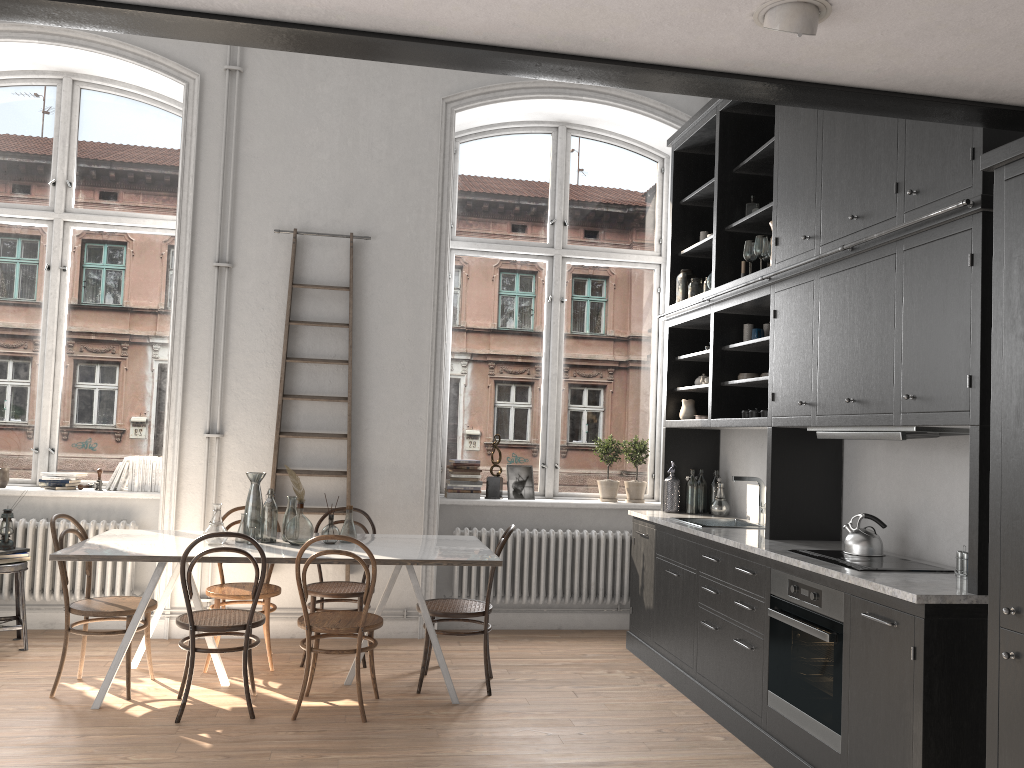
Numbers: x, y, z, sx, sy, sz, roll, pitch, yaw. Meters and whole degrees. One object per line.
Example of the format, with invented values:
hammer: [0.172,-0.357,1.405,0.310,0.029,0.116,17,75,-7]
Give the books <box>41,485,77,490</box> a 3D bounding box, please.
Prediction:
books: [-3.137,0.714,6.138,0.221,0.023,0.147,0,-4,39]

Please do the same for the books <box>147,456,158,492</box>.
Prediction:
books: [-2.536,0.634,6.258,0.019,0.243,0.174,3,-3,-10]

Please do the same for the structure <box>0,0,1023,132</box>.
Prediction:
structure: [-0.434,-1.620,0.351,5.927,1.212,4.159,3,-3,-10]

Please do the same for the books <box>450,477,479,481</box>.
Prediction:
books: [-0.354,0.709,6.628,0.205,0.022,0.155,2,-3,4]

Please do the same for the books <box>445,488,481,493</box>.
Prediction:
books: [-0.369,0.796,6.610,0.249,0.023,0.175,3,-3,-14]

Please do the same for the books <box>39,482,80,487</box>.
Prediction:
books: [-3.129,0.692,6.136,0.205,0.022,0.155,2,-3,10]

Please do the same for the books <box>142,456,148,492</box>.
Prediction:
books: [-2.581,0.632,6.267,0.019,0.243,0.174,3,-3,-10]

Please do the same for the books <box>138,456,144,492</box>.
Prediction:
books: [-2.597,0.631,6.247,0.019,0.243,0.174,3,-3,-10]

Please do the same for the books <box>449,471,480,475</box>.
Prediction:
books: [-0.352,0.664,6.630,0.205,0.022,0.155,3,-3,-15]

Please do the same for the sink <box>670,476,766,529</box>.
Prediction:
sink: [1.293,0.811,5.378,0.514,0.504,0.526,3,-3,-10]

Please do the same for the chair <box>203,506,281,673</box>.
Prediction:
chair: [-1.626,1.226,5.400,0.438,0.920,0.549,3,-3,-12]

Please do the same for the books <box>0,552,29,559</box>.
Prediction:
books: [-3.173,1.071,5.556,0.232,0.029,0.163,5,-4,-39]

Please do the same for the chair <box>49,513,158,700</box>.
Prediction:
chair: [-2.194,1.167,4.763,0.549,0.920,0.438,2,-3,-2]

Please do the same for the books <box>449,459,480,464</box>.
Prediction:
books: [-0.356,0.579,6.643,0.201,0.024,0.159,3,-4,-20]

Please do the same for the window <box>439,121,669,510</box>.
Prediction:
window: [6.177,-4.448,11.226,14.386,15.928,26.408,3,-3,-10]

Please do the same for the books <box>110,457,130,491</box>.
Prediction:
books: [-2.738,0.627,6.222,0.100,0.235,0.174,3,-3,-10]

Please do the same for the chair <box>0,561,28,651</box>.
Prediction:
chair: [-3.207,1.368,5.500,0.364,0.522,0.360,4,-4,-36]

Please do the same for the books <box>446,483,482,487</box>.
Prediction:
books: [-0.360,0.755,6.628,0.255,0.014,0.193,3,-3,-7]

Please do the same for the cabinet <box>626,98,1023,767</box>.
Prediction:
cabinet: [1.428,-0.032,4.661,0.635,3.581,3.252,3,-3,-10]

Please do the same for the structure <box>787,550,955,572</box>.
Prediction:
structure: [1.531,0.765,3.845,0.427,0.011,0.592,3,-3,-10]

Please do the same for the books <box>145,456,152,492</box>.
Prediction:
books: [-2.561,0.634,6.276,0.024,0.243,0.175,3,-3,-10]

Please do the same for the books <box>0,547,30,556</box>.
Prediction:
books: [-3.171,1.049,5.558,0.147,0.027,0.221,1,-4,22]

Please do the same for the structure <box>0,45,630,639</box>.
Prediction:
structure: [-1.439,-0.497,6.253,5.182,4.472,0.340,3,-3,-10]

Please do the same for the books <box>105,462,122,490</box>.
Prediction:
books: [-2.778,0.645,6.219,0.105,0.194,0.155,3,-3,-11]

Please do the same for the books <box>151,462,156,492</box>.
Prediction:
books: [-2.515,0.654,6.262,0.020,0.205,0.155,3,-3,-10]

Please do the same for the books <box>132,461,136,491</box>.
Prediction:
books: [-2.641,0.647,6.240,0.020,0.205,0.155,3,-3,-10]

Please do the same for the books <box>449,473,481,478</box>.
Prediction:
books: [-0.351,0.686,6.635,0.222,0.024,0.158,3,-3,-10]

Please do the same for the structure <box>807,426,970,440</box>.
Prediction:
structure: [1.680,0.189,3.902,0.379,0.123,0.844,3,-3,-10]

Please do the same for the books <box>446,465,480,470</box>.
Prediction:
books: [-0.364,0.622,6.631,0.231,0.023,0.162,2,-3,6]

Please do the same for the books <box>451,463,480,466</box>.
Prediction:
books: [-0.350,0.601,6.634,0.205,0.020,0.155,3,-3,-10]

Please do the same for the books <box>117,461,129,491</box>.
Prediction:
books: [-2.714,0.645,6.227,0.072,0.203,0.155,3,-3,-10]

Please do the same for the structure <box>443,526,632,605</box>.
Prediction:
structure: [0.294,1.345,6.556,1.577,0.552,0.194,3,-3,-10]

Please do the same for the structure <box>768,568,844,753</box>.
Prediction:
structure: [1.509,1.159,3.823,0.618,0.623,0.622,3,-3,-10]

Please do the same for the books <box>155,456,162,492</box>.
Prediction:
books: [-2.495,0.637,6.287,0.024,0.243,0.175,3,-3,-10]

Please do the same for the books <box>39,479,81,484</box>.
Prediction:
books: [-3.126,0.670,6.136,0.221,0.023,0.147,2,-3,6]

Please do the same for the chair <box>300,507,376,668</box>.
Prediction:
chair: [-1.076,1.258,5.577,0.438,0.920,0.549,2,-3,-3]

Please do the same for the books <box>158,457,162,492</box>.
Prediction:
books: [-2.467,0.637,6.272,0.024,0.243,0.175,3,-3,-10]

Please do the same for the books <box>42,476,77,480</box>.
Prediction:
books: [-3.121,0.649,6.126,0.205,0.020,0.155,3,-4,-20]

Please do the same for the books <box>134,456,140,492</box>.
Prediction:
books: [-2.617,0.629,6.234,0.024,0.243,0.175,3,-3,-10]

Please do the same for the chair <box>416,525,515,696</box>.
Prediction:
chair: [-0.273,1.260,5.077,0.549,0.920,0.438,2,-3,3]

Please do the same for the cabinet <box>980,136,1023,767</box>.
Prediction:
cabinet: [1.853,0.442,2.094,0.633,2.370,1.401,3,-3,-10]

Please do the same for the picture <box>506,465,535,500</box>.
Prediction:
picture: [0.048,0.749,6.745,0.221,0.264,0.149,4,-3,-26]

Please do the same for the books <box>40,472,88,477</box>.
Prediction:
books: [-3.105,0.626,6.151,0.244,0.019,0.174,2,-3,0]

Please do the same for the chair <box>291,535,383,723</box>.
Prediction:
chair: [-0.887,1.205,4.540,0.438,0.920,0.549,2,-3,1]

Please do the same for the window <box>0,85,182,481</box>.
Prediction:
window: [-3.262,-0.738,6.355,1.622,2.842,0.013,3,-3,-10]

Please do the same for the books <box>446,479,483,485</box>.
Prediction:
books: [-0.360,0.734,6.631,0.245,0.028,0.193,3,-3,-15]

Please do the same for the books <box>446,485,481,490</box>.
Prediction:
books: [-0.368,0.772,6.611,0.249,0.023,0.175,3,-3,-9]

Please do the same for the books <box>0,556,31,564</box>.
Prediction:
books: [-3.185,1.097,5.549,0.194,0.034,0.246,0,-4,30]

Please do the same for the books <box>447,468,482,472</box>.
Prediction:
books: [-0.357,0.643,6.631,0.244,0.019,0.174,3,-3,-10]

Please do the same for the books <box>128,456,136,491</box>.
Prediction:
books: [-2.670,0.629,6.256,0.024,0.243,0.175,3,-3,-10]

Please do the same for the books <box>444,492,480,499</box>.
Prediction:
books: [-0.372,0.828,6.609,0.248,0.043,0.192,3,-3,-10]

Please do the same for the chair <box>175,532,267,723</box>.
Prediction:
chair: [-1.469,1.179,4.475,0.438,0.920,0.549,3,-3,-14]
